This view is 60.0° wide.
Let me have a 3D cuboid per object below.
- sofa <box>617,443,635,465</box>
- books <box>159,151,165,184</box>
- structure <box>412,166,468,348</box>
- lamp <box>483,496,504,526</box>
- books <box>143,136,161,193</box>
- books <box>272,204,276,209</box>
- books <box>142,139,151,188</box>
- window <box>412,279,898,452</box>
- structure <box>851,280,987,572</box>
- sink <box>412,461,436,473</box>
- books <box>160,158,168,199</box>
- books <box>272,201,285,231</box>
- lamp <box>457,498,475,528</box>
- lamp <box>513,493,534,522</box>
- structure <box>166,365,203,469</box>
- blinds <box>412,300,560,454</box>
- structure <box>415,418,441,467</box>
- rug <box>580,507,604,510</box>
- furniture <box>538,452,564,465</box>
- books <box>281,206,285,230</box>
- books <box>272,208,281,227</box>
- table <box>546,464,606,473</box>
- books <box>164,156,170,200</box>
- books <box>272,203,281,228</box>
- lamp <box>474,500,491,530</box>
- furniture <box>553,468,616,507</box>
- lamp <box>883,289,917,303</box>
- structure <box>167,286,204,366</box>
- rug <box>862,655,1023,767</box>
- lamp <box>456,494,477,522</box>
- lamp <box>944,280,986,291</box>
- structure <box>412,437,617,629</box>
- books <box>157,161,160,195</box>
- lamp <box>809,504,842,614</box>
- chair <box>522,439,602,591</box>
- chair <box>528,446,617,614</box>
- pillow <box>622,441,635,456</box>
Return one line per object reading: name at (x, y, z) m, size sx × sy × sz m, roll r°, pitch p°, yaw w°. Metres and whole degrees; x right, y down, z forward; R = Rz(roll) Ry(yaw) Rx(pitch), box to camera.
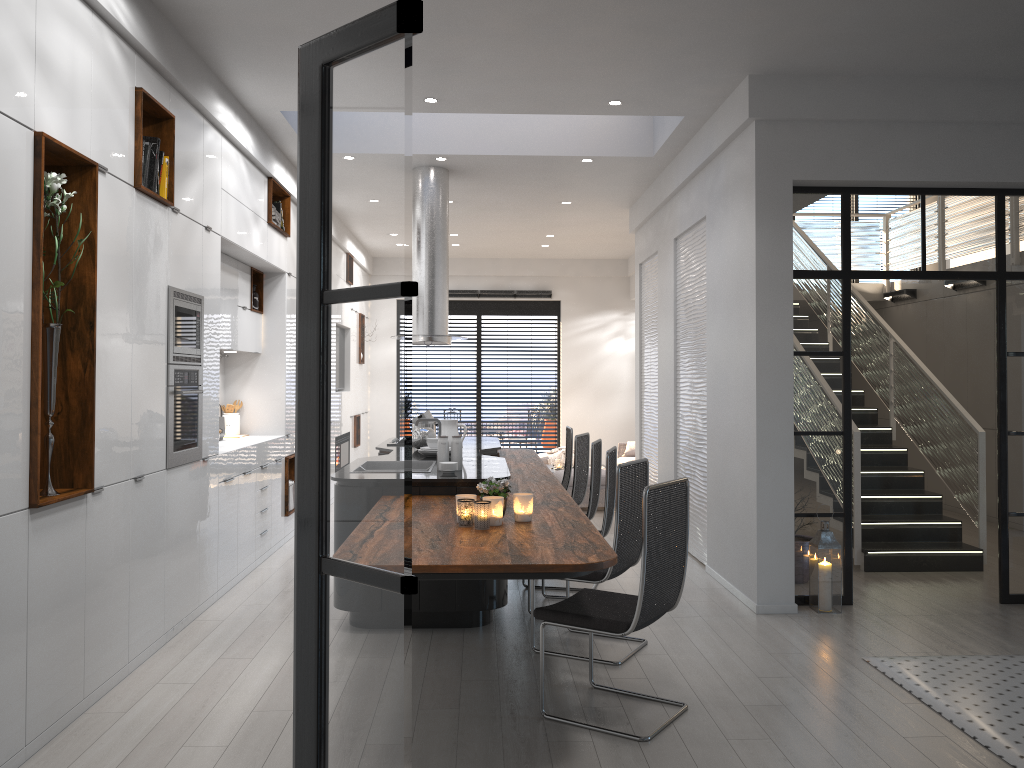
sofa at (1.873, 0.990, 10.877) m, size 0.898 × 0.826 × 2.092 m, roll 0°, pitch 0°, yaw -2°
books at (-1.995, -1.132, 4.773) m, size 0.238 × 0.288 × 0.030 m, roll 0°, pitch -1°, yaw -2°
structure at (-0.746, -1.142, 8.054) m, size 0.695 × 1.609 × 1.043 m, roll 0°, pitch -1°, yaw -3°
lamp at (-0.084, 0.571, 3.974) m, size 0.095 × 0.124 × 0.095 m, roll 0°, pitch -1°, yaw -9°
books at (-1.975, -1.146, 4.629) m, size 0.268 × 0.321 × 0.047 m, roll 0°, pitch -1°, yaw -2°
books at (-2.116, -1.475, 7.400) m, size 0.250 × 0.047 × 0.307 m, roll 0°, pitch 0°, yaw -6°
books at (-1.980, -1.123, 4.552) m, size 0.236 × 0.278 × 0.106 m, roll 0°, pitch -1°, yaw -2°
window at (2.482, -1.238, 14.616) m, size 8.566 × 5.064 × 0.462 m, roll 0°, pitch -1°, yaw -4°
structure at (3.738, -0.385, 8.715) m, size 2.393 × 3.603 × 5.800 m, roll 0°, pitch 0°, yaw -2°
sink at (-0.746, 0.603, 5.701) m, size 0.485 × 0.153 × 0.738 m, roll 0°, pitch 0°, yaw -2°
books at (-1.962, -1.106, 4.805) m, size 0.184 × 0.245 × 0.033 m, roll 0°, pitch -1°, yaw -2°
books at (-2.103, -1.438, 7.717) m, size 0.253 × 0.312 × 0.030 m, roll 0°, pitch -1°, yaw -2°
lamp at (-0.204, 0.573, 3.935) m, size 0.078 × 0.120 × 0.078 m, roll 0°, pitch -1°, yaw -19°
lamp at (0.052, 0.570, 4.094) m, size 0.095 × 0.124 × 0.095 m, roll 0°, pitch -1°, yaw 31°
structure at (-2.094, 0.178, 5.130) m, size 0.495 × 0.571 × 0.595 m, roll 0°, pitch 0°, yaw -2°
blinds at (-0.529, 0.026, 14.133) m, size 2.584 × 2.722 × 0.358 m, roll 0°, pitch -1°, yaw -2°
structure at (-0.535, 0.377, 5.687) m, size 0.177 × 0.310 × 0.089 m, roll 0°, pitch -1°, yaw -2°
rug at (0.564, 1.388, 11.082) m, size 1.623 × 0.020 × 2.519 m, roll 0°, pitch 0°, yaw -2°
furniture at (0.679, 1.165, 12.238) m, size 0.699 × 0.460 × 0.699 m, roll 0°, pitch 0°, yaw -2°
books at (-2.102, -1.434, 7.796) m, size 0.210 × 0.267 × 0.026 m, roll 0°, pitch -1°, yaw -2°
books at (-2.096, -1.383, 7.420) m, size 0.279 × 0.137 × 0.345 m, roll 0°, pitch 0°, yaw -7°
table at (0.709, 1.225, 11.035) m, size 1.000 × 0.350 × 1.000 m, roll 0°, pitch 0°, yaw -2°
books at (-1.977, -1.116, 4.833) m, size 0.212 × 0.264 × 0.024 m, roll 0°, pitch -1°, yaw -2°
books at (-2.088, -1.429, 7.634) m, size 0.197 × 0.269 × 0.026 m, roll 0°, pitch -1°, yaw -2°
lamp at (-0.129, 0.574, 3.872) m, size 0.078 × 0.120 × 0.078 m, roll 0°, pitch -1°, yaw -19°
furniture at (0.837, 1.174, 9.930) m, size 0.699 × 0.460 × 0.699 m, roll 0°, pitch 0°, yaw -7°
lamp at (4.771, -1.079, 10.912) m, size 0.152 × 0.124 × 0.567 m, roll 0°, pitch 0°, yaw -2°
structure at (-2.111, -0.322, 5.140) m, size 0.459 × 0.430 × 0.595 m, roll 0°, pitch 0°, yaw -2°
rug at (2.983, 1.418, 3.878) m, size 2.276 × 0.020 × 1.584 m, roll 0°, pitch 0°, yaw -2°
lamp at (-0.209, 0.570, 4.041) m, size 0.095 × 0.124 × 0.095 m, roll 0°, pitch -1°, yaw 15°
lamp at (4.826, -1.074, 9.453) m, size 0.152 × 0.124 × 0.567 m, roll 0°, pitch 0°, yaw -2°
structure at (-0.393, 0.975, 5.924) m, size 1.377 × 0.887 × 5.639 m, roll 0°, pitch 0°, yaw -2°
books at (-1.983, -1.105, 4.746) m, size 0.190 × 0.254 × 0.026 m, roll 0°, pitch -1°, yaw -2°
lamp at (1.970, 1.090, 5.581) m, size 0.148 × 0.665 × 0.157 m, roll 0°, pitch -1°, yaw -2°
chair at (0.348, 0.909, 6.344) m, size 0.536 × 1.019 × 0.470 m, roll 0°, pitch -1°, yaw 13°
chair at (0.374, 0.912, 5.626) m, size 0.536 × 1.019 × 0.470 m, roll 0°, pitch -1°, yaw 13°
pillow at (1.956, 0.797, 10.925) m, size 0.589 × 0.392 × 2.028 m, roll 0°, pitch 0°, yaw -14°
